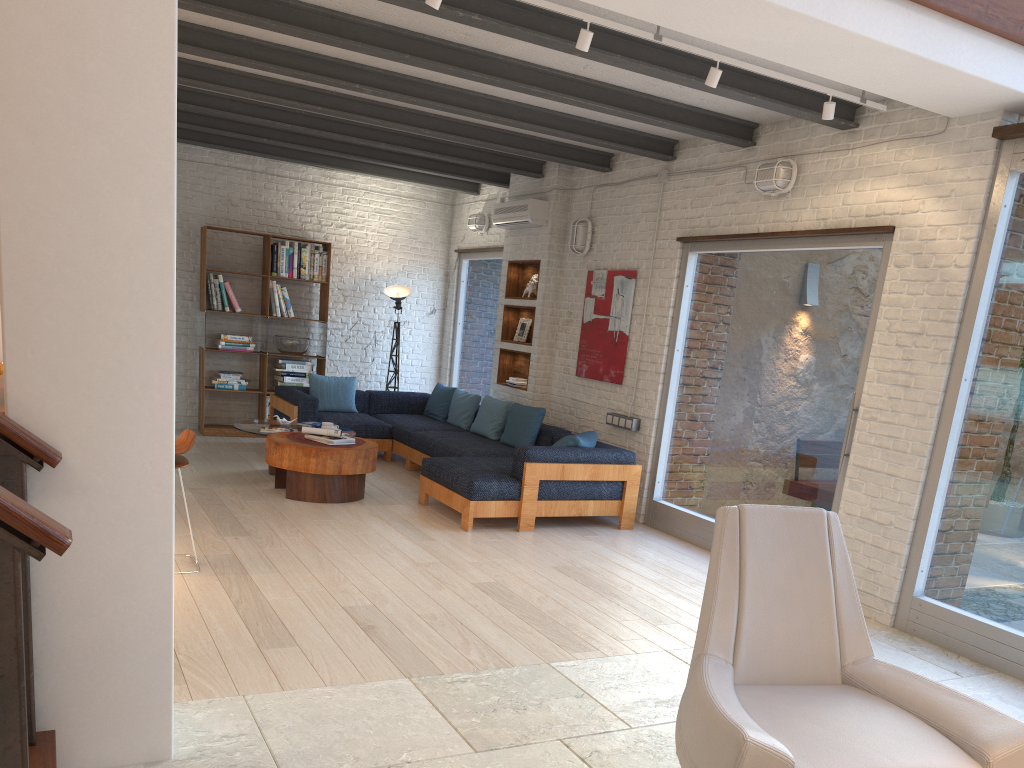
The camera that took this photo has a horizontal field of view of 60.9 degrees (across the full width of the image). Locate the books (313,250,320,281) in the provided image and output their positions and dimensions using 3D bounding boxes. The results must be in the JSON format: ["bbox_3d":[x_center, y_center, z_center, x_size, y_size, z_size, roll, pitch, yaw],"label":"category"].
[{"bbox_3d":[-2.221,-1.324,9.763,0.055,0.340,0.246,-2,13,-28],"label":"books"}]

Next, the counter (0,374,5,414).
[{"bbox_3d":[-3.036,0.445,5.003,1.688,0.949,2.421,2,6,-28],"label":"counter"}]

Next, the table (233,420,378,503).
[{"bbox_3d":[-1.834,0.634,7.595,1.079,0.460,1.773,4,5,-23],"label":"table"}]

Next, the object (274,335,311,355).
[{"bbox_3d":[-2.498,-0.435,9.906,0.401,0.208,0.391,7,6,13],"label":"object"}]

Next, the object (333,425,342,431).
[{"bbox_3d":[-1.602,0.411,7.926,0.154,0.059,0.263,2,6,-36],"label":"object"}]

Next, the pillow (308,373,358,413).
[{"bbox_3d":[-1.923,0.103,9.377,0.556,0.422,0.216,2,12,-29],"label":"pillow"}]

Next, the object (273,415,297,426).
[{"bbox_3d":[-2.096,0.331,8.052,0.187,0.094,0.188,6,6,-3],"label":"object"}]

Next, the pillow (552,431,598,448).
[{"bbox_3d":[0.469,0.548,7.161,0.373,0.338,0.553,9,7,22],"label":"pillow"}]

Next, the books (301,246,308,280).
[{"bbox_3d":[-2.321,-1.345,9.711,0.020,0.371,0.263,-2,13,-28],"label":"books"}]

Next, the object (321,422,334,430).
[{"bbox_3d":[-1.630,0.397,7.699,0.108,0.111,0.104,4,9,-12],"label":"object"}]

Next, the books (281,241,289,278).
[{"bbox_3d":[-2.508,-1.371,9.602,0.036,0.396,0.235,-2,13,-28],"label":"books"}]

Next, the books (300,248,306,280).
[{"bbox_3d":[-2.349,-1.332,9.684,0.055,0.340,0.246,-2,13,-28],"label":"books"}]

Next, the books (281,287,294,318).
[{"bbox_3d":[-2.532,-0.913,9.725,0.158,0.340,0.246,-1,12,-28],"label":"books"}]

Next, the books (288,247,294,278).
[{"bbox_3d":[-2.476,-1.343,9.644,0.055,0.340,0.246,-2,13,-28],"label":"books"}]

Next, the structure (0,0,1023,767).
[{"bbox_3d":[-1.902,-0.935,2.575,10.166,4.273,13.438,3,6,-28],"label":"structure"}]

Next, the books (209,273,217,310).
[{"bbox_3d":[-3.228,-0.990,9.361,0.091,0.397,0.235,-1,13,-28],"label":"books"}]

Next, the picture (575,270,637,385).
[{"bbox_3d":[0.821,-0.513,7.738,0.019,0.992,0.719,-2,13,-28],"label":"picture"}]

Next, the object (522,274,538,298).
[{"bbox_3d":[0.197,-0.981,8.743,0.112,0.251,0.208,1,11,-20],"label":"object"}]

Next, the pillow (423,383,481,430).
[{"bbox_3d":[-0.661,0.237,9.495,0.243,0.411,1.073,-1,8,-30],"label":"pillow"}]

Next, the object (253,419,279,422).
[{"bbox_3d":[-2.288,0.337,8.151,0.067,0.028,0.299,11,6,40],"label":"object"}]

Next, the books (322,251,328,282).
[{"bbox_3d":[-2.145,-1.321,9.827,0.055,0.340,0.246,-2,13,-28],"label":"books"}]

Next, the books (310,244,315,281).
[{"bbox_3d":[-2.261,-1.355,9.739,0.036,0.396,0.235,-2,13,-28],"label":"books"}]

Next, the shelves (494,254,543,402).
[{"bbox_3d":[0.138,-0.568,8.887,0.192,1.475,0.742,-2,14,-28],"label":"shelves"}]

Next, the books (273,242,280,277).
[{"bbox_3d":[-2.591,-1.365,9.577,0.020,0.371,0.263,-2,13,-28],"label":"books"}]

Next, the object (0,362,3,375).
[{"bbox_3d":[-2.666,-0.056,4.284,0.358,0.229,0.360,9,8,27],"label":"object"}]

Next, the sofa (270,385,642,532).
[{"bbox_3d":[-0.797,0.584,8.251,2.082,0.681,3.831,3,5,-29],"label":"sofa"}]

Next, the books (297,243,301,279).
[{"bbox_3d":[-2.395,-1.364,9.668,0.036,0.396,0.235,-2,13,-28],"label":"books"}]

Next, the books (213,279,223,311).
[{"bbox_3d":[-3.194,-0.964,9.407,0.102,0.345,0.246,-1,13,-28],"label":"books"}]

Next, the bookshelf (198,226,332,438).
[{"bbox_3d":[-2.761,-0.512,9.710,1.317,2.275,0.352,0,15,-27],"label":"bookshelf"}]

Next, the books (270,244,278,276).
[{"bbox_3d":[-2.628,-1.353,9.563,0.055,0.340,0.246,-2,13,-28],"label":"books"}]

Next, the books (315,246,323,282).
[{"bbox_3d":[-2.178,-1.349,9.783,0.036,0.396,0.235,-2,13,-28],"label":"books"}]

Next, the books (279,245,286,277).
[{"bbox_3d":[-2.551,-1.346,9.584,0.055,0.340,0.246,-2,13,-28],"label":"books"}]

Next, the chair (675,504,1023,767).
[{"bbox_3d":[1.005,0.981,2.894,1.030,1.050,0.938,4,10,-12],"label":"chair"}]

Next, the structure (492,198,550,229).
[{"bbox_3d":[0.070,-1.658,8.536,0.200,0.226,0.790,1,7,-28],"label":"structure"}]

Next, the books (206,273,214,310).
[{"bbox_3d":[-3.257,-0.991,9.336,0.091,0.397,0.235,-1,13,-28],"label":"books"}]

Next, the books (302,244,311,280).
[{"bbox_3d":[-2.300,-1.359,9.733,0.036,0.396,0.235,-2,13,-28],"label":"books"}]

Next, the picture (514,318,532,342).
[{"bbox_3d":[0.121,-0.551,8.940,0.102,0.253,0.187,-4,14,-37],"label":"picture"}]

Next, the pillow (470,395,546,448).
[{"bbox_3d":[-0.050,0.358,8.337,0.254,0.430,1.175,0,8,-29],"label":"pillow"}]

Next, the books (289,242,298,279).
[{"bbox_3d":[-2.423,-1.365,9.642,0.036,0.396,0.235,-2,13,-28],"label":"books"}]

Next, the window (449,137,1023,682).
[{"bbox_3d":[2.528,-1.788,5.163,0.646,6.608,11.959,-2,9,-28],"label":"window"}]

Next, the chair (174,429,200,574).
[{"bbox_3d":[-1.974,0.644,4.870,0.422,0.800,0.390,0,13,-28],"label":"chair"}]
